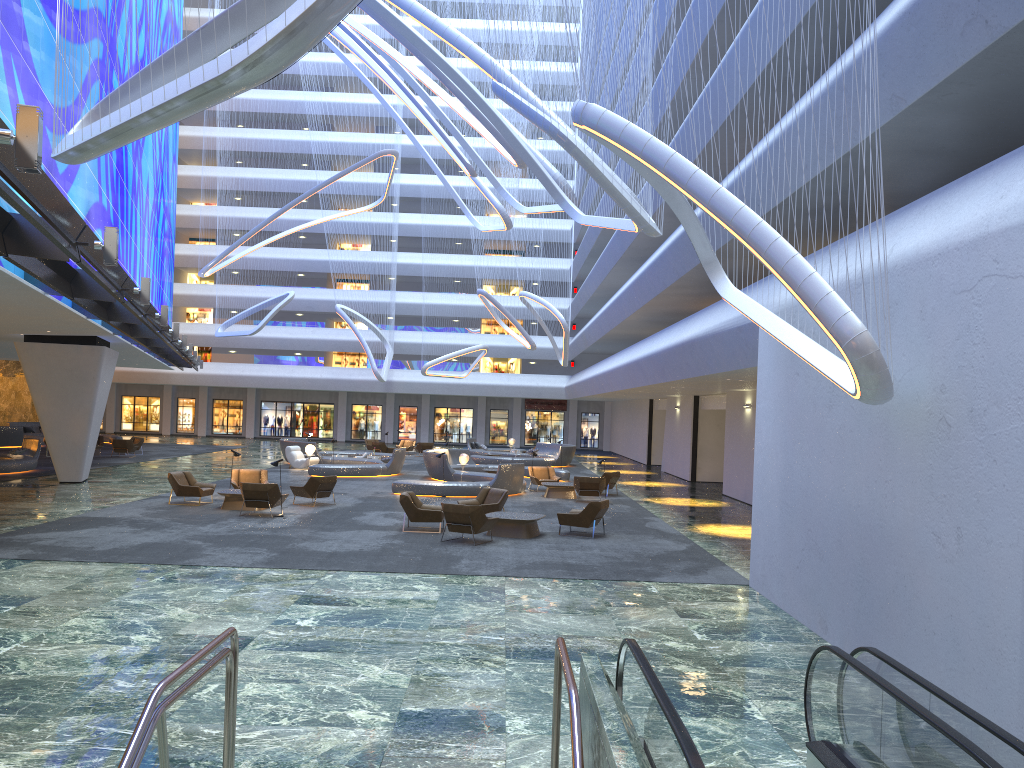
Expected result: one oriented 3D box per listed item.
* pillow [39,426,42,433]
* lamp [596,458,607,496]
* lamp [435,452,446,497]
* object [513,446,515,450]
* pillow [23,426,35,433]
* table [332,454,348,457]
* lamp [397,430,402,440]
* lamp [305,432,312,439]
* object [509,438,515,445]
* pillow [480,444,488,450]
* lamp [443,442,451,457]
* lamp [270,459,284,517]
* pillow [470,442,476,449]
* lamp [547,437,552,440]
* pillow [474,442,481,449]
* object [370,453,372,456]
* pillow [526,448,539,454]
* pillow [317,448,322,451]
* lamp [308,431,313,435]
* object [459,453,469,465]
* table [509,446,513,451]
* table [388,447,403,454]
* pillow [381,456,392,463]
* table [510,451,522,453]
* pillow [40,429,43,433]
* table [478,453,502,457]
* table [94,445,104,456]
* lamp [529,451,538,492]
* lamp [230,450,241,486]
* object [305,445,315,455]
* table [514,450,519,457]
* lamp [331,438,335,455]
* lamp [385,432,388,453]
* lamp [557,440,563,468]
[{"bbox_3d":[-25.324,2.480,48.212,0.317,0.366,0.775,2,-1,41],"label":"pillow"},{"bbox_3d":[2.578,2.772,25.472,0.384,1.300,0.202,2,0,17],"label":"lamp"},{"bbox_3d":[-2.050,2.602,25.509,0.384,1.300,0.202,2,0,17],"label":"lamp"},{"bbox_3d":[0.123,3.475,47.786,0.131,0.252,0.103,2,0,-17],"label":"object"},{"bbox_3d":[-25.828,2.431,47.308,0.315,0.386,0.785,2,-1,16],"label":"pillow"},{"bbox_3d":[-7.371,3.231,37.950,0.673,0.406,0.671,2,-1,19],"label":"table"},{"bbox_3d":[-6.079,3.123,47.599,0.384,1.300,0.202,2,0,-39],"label":"lamp"},{"bbox_3d":[-8.794,2.735,38.118,0.384,1.300,0.202,2,0,-7],"label":"lamp"},{"bbox_3d":[-0.002,3.286,50.405,0.367,0.387,0.318,2,-1,-18],"label":"object"},{"bbox_3d":[-1.659,3.431,48.511,0.873,0.280,0.685,1,-2,37],"label":"pillow"},{"bbox_3d":[-2.457,2.837,33.749,0.384,1.300,0.202,2,0,17],"label":"lamp"},{"bbox_3d":[-5.236,2.310,19.783,0.384,1.300,0.202,2,0,17],"label":"lamp"},{"bbox_3d":[-2.068,3.338,48.182,0.295,0.369,0.769,2,-1,12],"label":"pillow"},{"bbox_3d":[1.904,3.342,45.063,0.384,1.300,0.202,2,0,-1],"label":"lamp"},{"bbox_3d":[-1.860,3.323,48.218,0.315,0.386,0.785,2,-1,15],"label":"pillow"},{"bbox_3d":[-6.085,3.026,38.256,0.071,0.118,0.151,2,-1,10],"label":"object"},{"bbox_3d":[1.040,3.400,44.954,0.693,0.262,0.877,3,-2,-38],"label":"pillow"},{"bbox_3d":[-8.777,2.938,39.599,0.443,0.207,0.444,3,-2,-39],"label":"pillow"},{"bbox_3d":[-9.254,2.790,40.487,0.384,1.300,0.202,2,0,43],"label":"lamp"},{"bbox_3d":[-1.681,2.630,31.094,0.367,0.387,0.318,2,-1,7],"label":"object"},{"bbox_3d":[-0.065,3.727,49.095,0.427,0.595,0.418,2,-1,43],"label":"table"},{"bbox_3d":[-6.366,3.508,45.820,1.202,0.392,1.204,1,-2,35],"label":"table"},{"bbox_3d":[-4.465,2.838,33.160,0.692,0.262,0.877,2,-2,8],"label":"pillow"},{"bbox_3d":[0.204,3.808,47.722,0.671,0.406,0.673,2,-1,-4],"label":"table"},{"bbox_3d":[-25.212,2.523,48.051,0.692,0.262,0.877,2,-2,-10],"label":"pillow"},{"bbox_3d":[-1.087,3.628,43.333,1.203,0.392,1.203,2,-2,0],"label":"table"},{"bbox_3d":[-18.103,2.830,37.758,1.204,0.392,1.202,3,-2,-36],"label":"table"},{"bbox_3d":[0.683,2.791,28.419,0.202,1.300,0.384,2,0,16],"label":"lamp"},{"bbox_3d":[-7.130,2.330,22.730,0.202,1.300,0.384,2,0,16],"label":"lamp"},{"bbox_3d":[-7.625,2.483,33.514,0.367,0.387,0.318,2,-1,-18],"label":"object"},{"bbox_3d":[0.180,3.592,44.329,0.418,0.595,0.427,2,0,-4],"label":"table"},{"bbox_3d":[-6.682,2.661,33.087,0.202,1.300,0.384,2,0,-25],"label":"lamp"},{"bbox_3d":[-6.227,3.012,44.098,0.202,1.300,0.384,2,0,-38],"label":"lamp"},{"bbox_3d":[2.223,3.231,41.017,0.202,1.300,0.384,2,0,-41],"label":"lamp"}]
